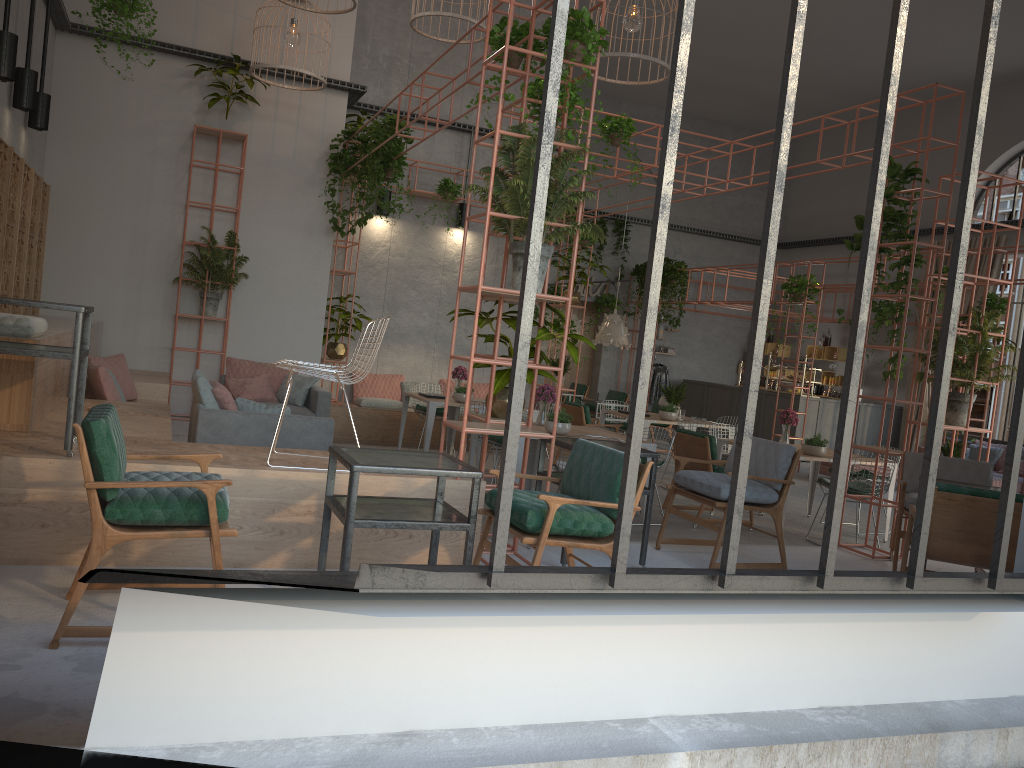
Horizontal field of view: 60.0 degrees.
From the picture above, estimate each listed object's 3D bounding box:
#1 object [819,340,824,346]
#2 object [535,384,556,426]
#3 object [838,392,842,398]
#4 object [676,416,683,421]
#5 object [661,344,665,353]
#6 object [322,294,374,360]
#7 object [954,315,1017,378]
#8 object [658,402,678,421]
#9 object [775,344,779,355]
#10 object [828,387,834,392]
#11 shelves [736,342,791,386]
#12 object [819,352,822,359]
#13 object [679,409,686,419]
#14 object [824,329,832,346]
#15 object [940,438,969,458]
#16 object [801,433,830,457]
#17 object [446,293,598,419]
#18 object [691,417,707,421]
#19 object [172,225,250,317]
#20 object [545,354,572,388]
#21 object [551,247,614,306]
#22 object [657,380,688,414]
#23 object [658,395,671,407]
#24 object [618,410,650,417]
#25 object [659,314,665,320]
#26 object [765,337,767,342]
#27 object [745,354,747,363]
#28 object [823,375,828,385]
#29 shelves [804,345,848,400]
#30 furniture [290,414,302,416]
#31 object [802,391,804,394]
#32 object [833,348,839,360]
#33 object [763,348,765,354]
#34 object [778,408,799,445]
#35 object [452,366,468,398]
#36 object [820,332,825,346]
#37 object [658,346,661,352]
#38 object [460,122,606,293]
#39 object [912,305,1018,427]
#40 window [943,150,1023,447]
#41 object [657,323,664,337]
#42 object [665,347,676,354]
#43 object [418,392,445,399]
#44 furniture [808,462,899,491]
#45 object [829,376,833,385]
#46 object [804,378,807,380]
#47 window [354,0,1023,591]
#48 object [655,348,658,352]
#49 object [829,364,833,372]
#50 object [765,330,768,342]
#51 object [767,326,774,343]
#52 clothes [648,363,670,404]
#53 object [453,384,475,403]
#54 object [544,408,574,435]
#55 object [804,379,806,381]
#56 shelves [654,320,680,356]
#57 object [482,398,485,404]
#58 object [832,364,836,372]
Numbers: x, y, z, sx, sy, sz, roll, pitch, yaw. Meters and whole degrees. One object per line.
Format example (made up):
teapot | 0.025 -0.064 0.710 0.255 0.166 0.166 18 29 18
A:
object | 6.571 -0.871 18.852 0.088 0.123 0.088 8 3 35
object | 0.323 0.203 8.682 0.213 0.414 0.225 5 3 -29
object | 6.841 0.228 18.475 0.073 0.131 0.073 5 3 -29
object | 2.218 0.450 11.796 0.115 0.078 0.115 6 3 -16
object | 3.502 -0.829 20.591 0.081 0.204 0.081 6 3 -21
object | -2.369 -0.796 12.173 0.934 0.919 0.903 9 3 40
object | 6.147 -0.475 11.751 0.923 0.946 0.924 8 3 34
object | 2.039 0.352 11.548 0.248 0.247 0.254 5 3 -22
object | 6.095 -0.777 20.295 0.137 0.261 0.137 7 3 14
object | 6.676 0.112 18.547 0.115 0.107 0.115 8 3 35
shelves | 5.899 -0.041 20.630 0.328 1.838 1.750 5 3 -22
object | 6.588 -0.594 18.845 0.123 0.142 0.141 5 3 -22
object | 2.345 0.415 12.243 0.095 0.119 0.095 7 3 3
object | 6.729 -0.986 18.870 0.134 0.386 0.134 5 3 -33
object | 5.882 0.966 11.875 0.438 0.527 0.368 5 3 -22
object | 3.060 0.612 8.973 0.247 0.247 0.252 5 3 -22
object | 0.060 -0.212 6.080 0.934 0.923 0.903 8 3 35
object | 2.579 0.483 12.217 0.218 0.041 0.218 6 3 -13
object | -3.714 -1.383 11.015 0.894 1.097 0.900 7 3 7
object | 0.711 -0.207 13.487 0.438 0.527 0.368 5 3 -22
object | 1.003 -1.648 13.382 0.934 0.947 0.903 8 3 30
object | 2.174 0.205 11.969 0.438 0.527 0.368 5 3 -22
object | 2.149 0.305 12.301 0.241 0.313 0.241 8 3 23
object | 1.641 0.396 11.952 0.268 0.031 0.427 5 3 -22
object | 3.463 -1.555 20.498 0.133 0.145 0.133 8 3 30
object | 5.876 -1.032 20.635 0.088 0.123 0.088 8 3 35
object | 5.623 -0.644 21.190 0.066 0.291 0.066 9 3 38
object | 6.580 -0.082 18.608 0.069 0.191 0.069 6 3 -10
shelves | 6.594 0.120 18.848 0.328 1.838 1.750 5 3 -22
furniture | -2.315 0.530 8.657 0.941 0.446 0.975 5 3 -22
object | 5.604 0.142 17.239 0.240 0.104 0.073 4 3 -40
object | 6.790 -0.616 18.513 0.137 0.261 0.137 7 3 14
object | 5.893 -0.756 20.627 0.123 0.142 0.141 5 3 -22
object | 3.033 0.476 9.764 0.213 0.414 0.225 5 3 -29
object | -0.669 -0.027 11.226 0.213 0.414 0.225 5 3 -29
object | 6.688 -0.957 19.063 0.134 0.301 0.134 5 3 -33
object | 3.423 -0.810 20.553 0.063 0.151 0.063 5 3 -36
object | 0.153 -1.122 5.595 0.894 1.101 0.900 8 3 32
object | 4.196 -0.161 8.242 0.894 1.100 0.900 7 3 7
window | 9.325 -1.592 15.087 0.089 5.538 4.127 5 3 -22
object | 3.432 -1.253 20.521 0.136 0.336 0.145 6 3 -8
object | 3.697 -0.778 20.672 0.219 0.149 0.129 5 3 -22
object | -0.971 0.145 10.910 0.268 0.031 0.427 5 3 -22
furniture | 5.428 1.370 14.109 0.941 0.446 0.976 5 3 -22
object | 6.639 -0.068 18.456 0.069 0.191 0.069 7 3 14
object | 5.672 -0.105 17.190 0.152 0.058 0.095 5 3 -31
window | 0.877 -2.003 3.016 4.126 5.544 0.089 5 3 -22
object | 3.356 -0.824 20.548 0.055 0.164 0.092 6 3 -3
object | 6.666 -0.337 18.541 0.083 0.159 0.083 8 3 23
object | 5.992 -1.118 20.845 0.134 0.301 0.134 5 3 -33
object | 6.033 -1.147 20.652 0.134 0.386 0.134 7 3 12
clothes | 3.407 0.026 20.615 0.625 0.997 0.366 4 3 -41
object | -0.573 0.101 10.507 0.248 0.247 0.254 5 3 -22
object | 0.417 0.331 7.969 0.247 0.247 0.252 5 3 -22
object | 5.645 -0.098 17.211 0.132 0.051 0.099 5 3 -24
shelves | 3.591 -1.075 20.586 0.560 0.790 0.186 6 3 -21
object | -0.311 0.207 10.787 0.115 0.078 0.115 6 3 -16
object | 6.699 -0.330 18.457 0.083 0.159 0.083 8 3 23
